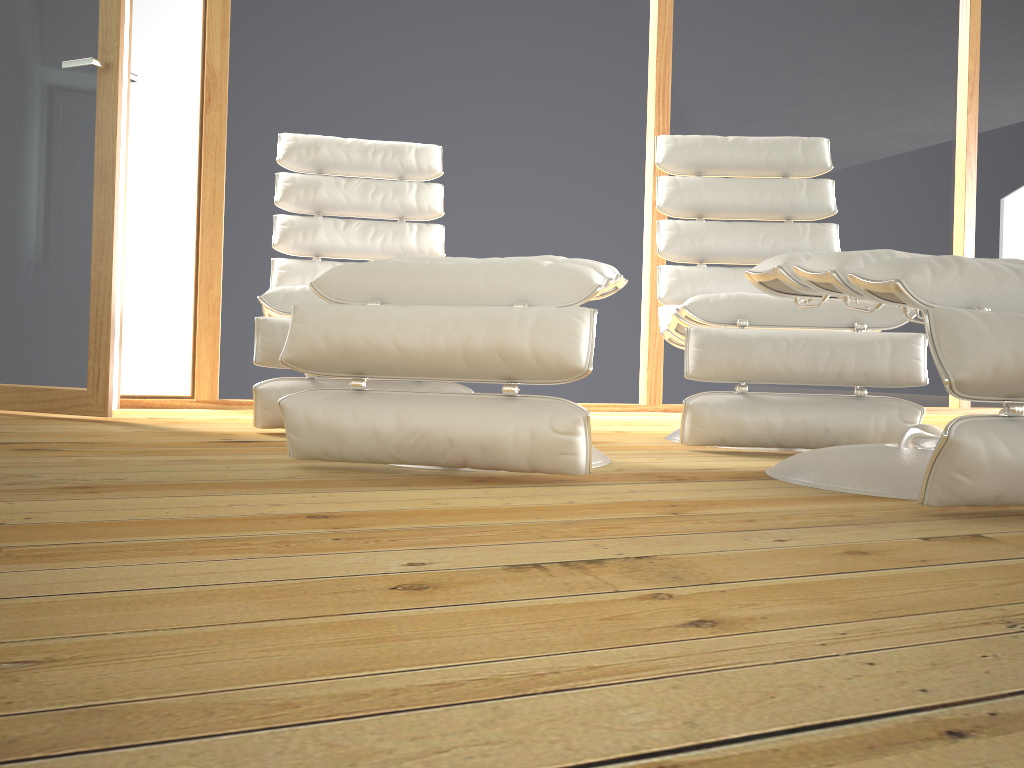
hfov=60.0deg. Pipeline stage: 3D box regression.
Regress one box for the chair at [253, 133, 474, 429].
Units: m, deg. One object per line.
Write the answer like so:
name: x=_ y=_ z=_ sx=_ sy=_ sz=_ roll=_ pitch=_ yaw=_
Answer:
chair: x=-0.455 y=-0.361 z=2.708 sx=0.569 sy=0.969 sz=0.914 roll=2 pitch=0 yaw=-12

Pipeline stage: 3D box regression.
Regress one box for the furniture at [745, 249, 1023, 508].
furniture: x=0.790 y=-0.033 z=1.615 sx=0.569 sy=0.439 sz=0.686 roll=1 pitch=1 yaw=-16

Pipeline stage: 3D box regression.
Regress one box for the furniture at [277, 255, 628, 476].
furniture: x=-0.071 y=-0.064 z=1.845 sx=0.569 sy=0.439 sz=0.686 roll=2 pitch=1 yaw=13

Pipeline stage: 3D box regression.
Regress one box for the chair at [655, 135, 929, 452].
chair: x=0.723 y=-0.322 z=2.514 sx=0.569 sy=0.969 sz=0.914 roll=2 pitch=1 yaw=3

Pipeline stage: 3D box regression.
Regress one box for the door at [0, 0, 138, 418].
door: x=-1.518 y=-1.132 z=2.701 sx=0.935 sy=2.418 sz=0.163 roll=2 pitch=0 yaw=23
